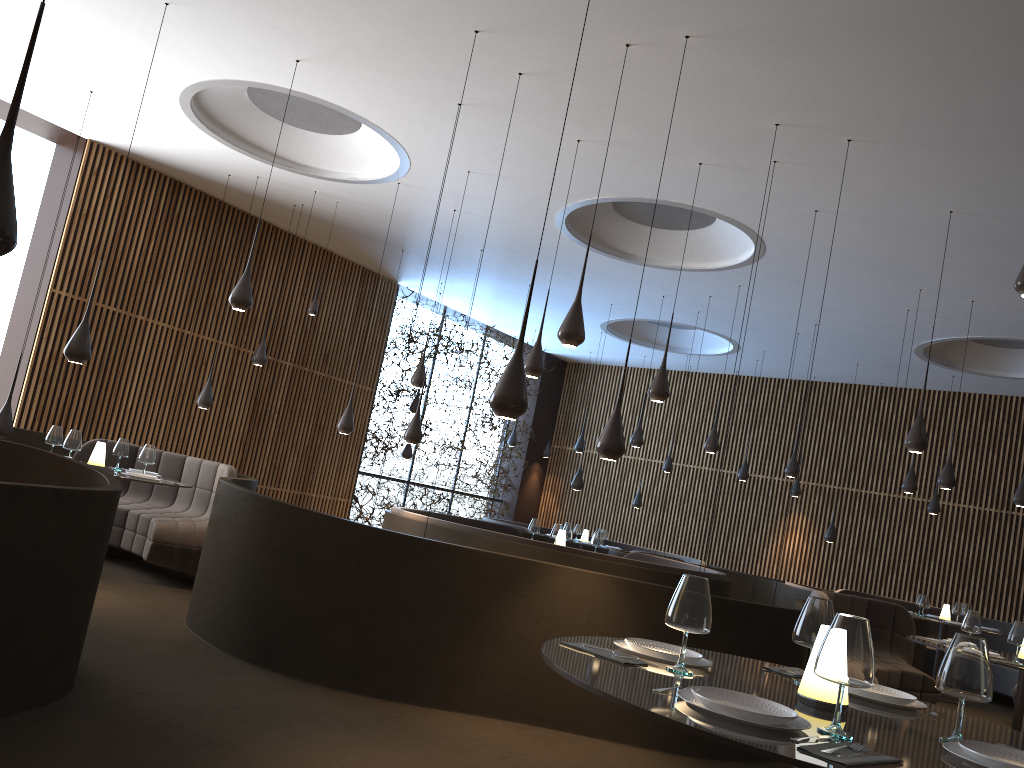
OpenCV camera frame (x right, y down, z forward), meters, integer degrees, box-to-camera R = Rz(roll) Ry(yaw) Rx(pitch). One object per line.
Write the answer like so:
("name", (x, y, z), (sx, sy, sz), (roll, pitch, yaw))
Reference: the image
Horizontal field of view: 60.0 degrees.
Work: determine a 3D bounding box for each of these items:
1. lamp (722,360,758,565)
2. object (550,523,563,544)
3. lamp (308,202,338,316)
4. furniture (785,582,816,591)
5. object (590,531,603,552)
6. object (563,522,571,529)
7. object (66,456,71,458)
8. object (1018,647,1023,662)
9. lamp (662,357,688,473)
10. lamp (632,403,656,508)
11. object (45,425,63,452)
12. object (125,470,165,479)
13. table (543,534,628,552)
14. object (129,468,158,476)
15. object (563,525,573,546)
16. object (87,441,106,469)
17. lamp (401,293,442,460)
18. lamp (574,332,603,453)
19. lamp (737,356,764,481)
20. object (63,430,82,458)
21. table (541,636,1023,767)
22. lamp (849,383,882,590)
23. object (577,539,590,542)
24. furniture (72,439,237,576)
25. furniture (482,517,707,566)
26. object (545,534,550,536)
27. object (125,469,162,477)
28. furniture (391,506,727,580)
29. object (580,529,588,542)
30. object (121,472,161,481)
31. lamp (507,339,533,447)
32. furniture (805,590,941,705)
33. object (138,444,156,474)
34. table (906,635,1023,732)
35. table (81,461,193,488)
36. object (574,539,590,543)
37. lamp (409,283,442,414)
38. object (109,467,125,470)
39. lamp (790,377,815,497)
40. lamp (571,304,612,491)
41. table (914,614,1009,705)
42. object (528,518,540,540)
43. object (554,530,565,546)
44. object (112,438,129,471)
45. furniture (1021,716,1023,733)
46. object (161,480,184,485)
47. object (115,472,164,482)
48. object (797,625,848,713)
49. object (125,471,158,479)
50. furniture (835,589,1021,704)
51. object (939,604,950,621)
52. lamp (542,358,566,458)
("lamp", (3.760, 2.623, 15.463), (0.196, 6.259, 0.195), (16, -8, -38))
("object", (0.493, 1.701, 9.847), (0.142, 0.294, 0.142), (12, -6, -2))
("lamp", (-2.399, -1.612, 11.364), (0.133, 1.504, 0.133), (8, -7, 32))
("furniture", (4.219, 3.303, 11.790), (0.901, 1.044, 2.536), (13, -8, -11))
("object", (0.964, 1.835, 10.140), (0.142, 0.294, 0.142), (10, -6, 8))
("object", (0.929, 2.498, 15.058), (0.141, 0.294, 0.142), (7, -8, 31))
("object", (-4.152, 0.661, 8.077), (0.263, 0.029, 0.264), (11, -8, 5))
("object", (3.877, 1.971, 6.633), (0.144, 0.231, 0.143), (10, -7, 11))
("lamp", (3.083, 0.553, 16.512), (0.195, 2.218, 0.196), (9, -7, 22))
("lamp", (2.692, 0.954, 17.269), (0.195, 2.953, 0.196), (9, -7, 22))
("object", (-4.066, 0.519, 7.865), (0.142, 0.294, 0.142), (10, -7, 10))
("object", (-3.470, 0.846, 8.349), (0.410, 0.012, 0.205), (8, -8, 24))
("table", (1.137, 3.238, 15.220), (1.672, 1.021, 1.677), (12, -7, -2))
("object", (-3.472, 0.835, 8.352), (0.263, 0.029, 0.264), (11, -8, 3))
("object", (0.655, 1.843, 10.652), (0.142, 0.294, 0.142), (15, -8, -32))
("object", (-3.670, 0.630, 7.869), (0.143, 0.231, 0.144), (15, -8, -32))
("lamp", (-1.530, -0.151, 15.359), (0.196, 2.953, 0.196), (13, -6, -18))
("lamp", (1.413, 0.143, 15.958), (0.195, 2.218, 0.196), (9, -7, 22))
("lamp", (4.066, 0.533, 14.924), (0.195, 2.218, 0.196), (9, -7, 22))
("object", (-3.736, 0.539, 7.527), (0.141, 0.294, 0.142), (7, -8, 34))
("table", (0.808, 1.444, 2.548), (1.670, 1.021, 1.679), (4, -10, 45))
("lamp", (5.916, 3.035, 15.320), (0.196, 6.259, 0.195), (16, -8, -38))
("object", (1.254, 2.795, 15.803), (0.263, 0.029, 0.264), (7, -9, 28))
("furniture", (-3.594, 1.160, 8.626), (2.527, 1.057, 0.935), (7, -8, 33))
("furniture", (1.304, 3.150, 15.020), (3.879, 1.044, 3.806), (9, -8, 14))
("object", (0.727, 2.617, 15.196), (0.331, 0.014, 0.333), (6, -9, 34))
("object", (-3.474, 0.844, 8.351), (0.331, 0.014, 0.333), (7, -9, 28))
("furniture", (0.406, 2.333, 10.161), (3.876, 1.115, 3.805), (10, -8, 12))
("object", (1.260, 2.627, 15.287), (0.142, 0.231, 0.145), (9, -7, 17))
("object", (-3.205, 0.803, 7.658), (0.331, 0.014, 0.333), (10, -8, 7))
("lamp", (0.205, 0.176, 17.966), (0.196, 2.218, 0.196), (15, -7, -28))
("furniture", (3.352, 2.588, 8.422), (0.930, 1.057, 2.542), (5, -10, 42))
("object", (-3.254, 0.685, 7.893), (0.141, 0.294, 0.142), (6, -8, 39))
("table", (3.755, 2.581, 6.566), (1.675, 1.021, 1.674), (14, -8, -18))
("table", (-3.792, 1.241, 7.802), (1.669, 1.021, 1.680), (7, -8, 28))
("object", (1.253, 2.805, 15.802), (0.331, 0.014, 0.333), (6, -9, 35))
("lamp", (-1.391, -0.596, 14.646), (0.196, 2.218, 0.196), (13, -6, -18))
("object", (-3.732, 0.821, 8.507), (0.126, 0.017, 0.263), (7, -9, 28))
("lamp", (5.340, 0.956, 16.163), (0.195, 2.218, 0.196), (9, -7, 22))
("lamp", (1.273, 0.187, 13.726), (0.195, 2.953, 0.197), (7, -7, 32))
("table", (5.819, 3.745, 12.076), (1.669, 1.021, 1.680), (8, -8, 26))
("object", (0.255, 1.731, 10.420), (0.142, 0.294, 0.142), (11, -6, 4))
("object", (0.562, 1.801, 10.252), (0.145, 0.231, 0.142), (16, -8, -37))
("object", (-3.661, 0.658, 8.288), (0.142, 0.294, 0.142), (11, -6, 5))
("furniture", (5.207, 2.793, 6.926), (1.978, 1.044, 3.952), (6, -9, 33))
("object", (-3.050, 0.876, 7.909), (0.261, 0.017, 0.127), (7, -9, 29))
("object", (-3.207, 0.804, 7.653), (0.204, 0.012, 0.412), (8, -8, 25))
("object", (0.931, 0.834, 2.615), (0.142, 0.231, 0.145), (10, -7, 15))
("object", (-3.203, 0.794, 7.659), (0.263, 0.029, 0.264), (9, -8, 14))
("furniture", (6.511, 3.810, 12.434), (1.985, 1.044, 3.937), (14, -8, -21))
("object", (5.941, 3.134, 12.143), (0.142, 0.231, 0.145), (8, -7, 28))
("lamp", (0.953, 0.516, 19.367), (0.196, 2.218, 0.196), (15, -7, -28))
